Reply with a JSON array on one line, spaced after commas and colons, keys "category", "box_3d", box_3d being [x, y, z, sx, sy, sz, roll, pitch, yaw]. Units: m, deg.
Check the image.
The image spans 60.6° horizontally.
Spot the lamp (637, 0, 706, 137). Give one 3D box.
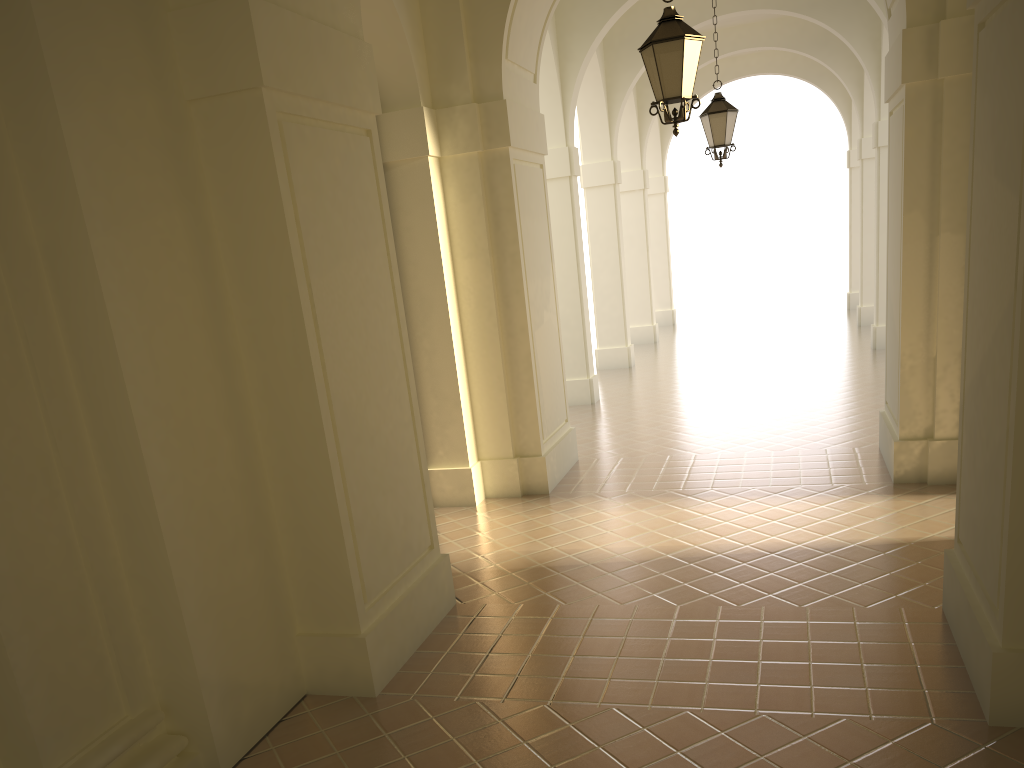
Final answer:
[{"category": "lamp", "box_3d": [1.083, -3.557, 6.291, 0.440, 3.456, 0.491, -10, 17, -12]}]

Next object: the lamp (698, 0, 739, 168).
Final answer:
[{"category": "lamp", "box_3d": [2.520, -4.443, 10.856, 0.510, 3.456, 0.423, -1, 17, 17]}]
